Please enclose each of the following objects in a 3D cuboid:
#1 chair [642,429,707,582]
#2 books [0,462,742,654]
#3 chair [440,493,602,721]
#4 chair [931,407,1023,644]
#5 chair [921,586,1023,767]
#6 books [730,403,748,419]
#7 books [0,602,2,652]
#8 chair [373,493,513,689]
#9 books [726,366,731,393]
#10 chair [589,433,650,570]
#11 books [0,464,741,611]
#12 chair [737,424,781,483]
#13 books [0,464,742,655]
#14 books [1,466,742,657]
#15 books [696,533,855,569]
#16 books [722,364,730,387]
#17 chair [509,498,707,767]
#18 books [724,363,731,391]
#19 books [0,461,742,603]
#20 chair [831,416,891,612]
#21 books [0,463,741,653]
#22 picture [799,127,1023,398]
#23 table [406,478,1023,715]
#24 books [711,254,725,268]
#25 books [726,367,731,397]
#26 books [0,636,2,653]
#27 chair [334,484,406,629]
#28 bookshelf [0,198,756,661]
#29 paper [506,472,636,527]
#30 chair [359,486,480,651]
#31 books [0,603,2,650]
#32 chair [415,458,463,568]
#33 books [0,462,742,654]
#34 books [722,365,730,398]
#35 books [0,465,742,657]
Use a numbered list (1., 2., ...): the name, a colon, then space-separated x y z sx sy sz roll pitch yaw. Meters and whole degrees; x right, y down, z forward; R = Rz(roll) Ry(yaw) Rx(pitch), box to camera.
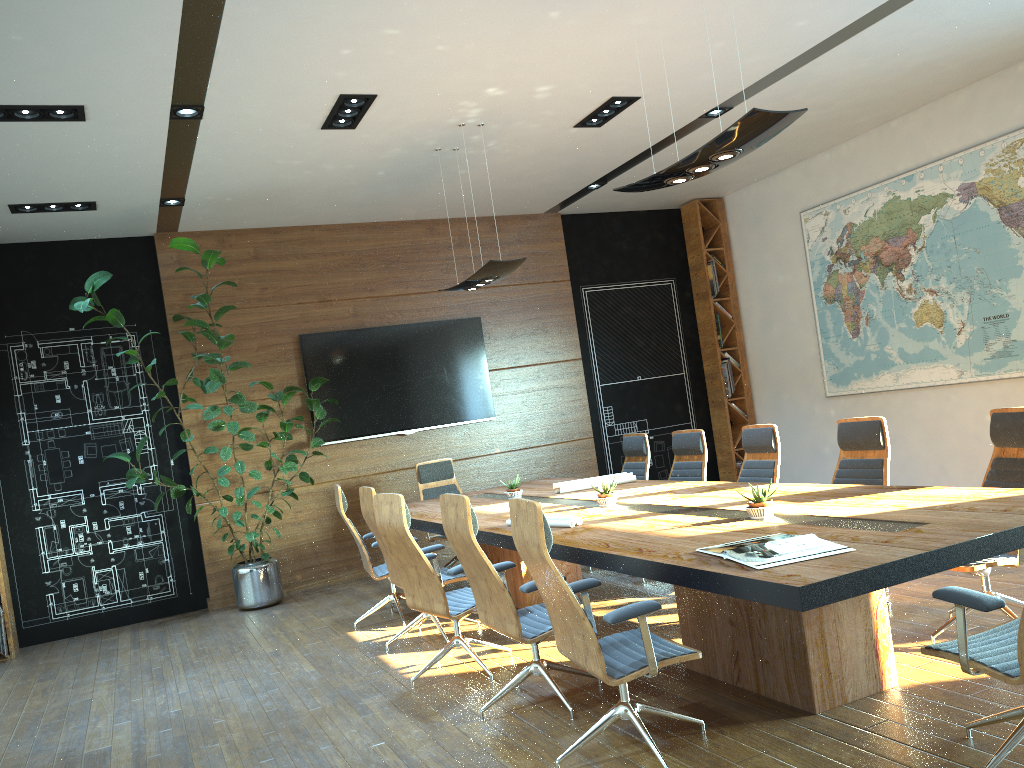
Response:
1. chair: 1.250 0.971 7.151 0.694 1.128 0.708 -9 0 -28
2. books: -0.855 1.642 9.321 7.928 0.396 0.398 -8 -1 -24
3. chair: 0.077 1.062 4.492 0.694 1.128 0.708 -9 0 -23
4. chair: 2.378 0.721 4.525 0.695 1.128 0.707 -8 0 -9
5. chair: 1.777 0.765 3.052 0.704 1.128 0.697 -8 0 -21
6. books: -0.972 0.839 9.304 8.403 0.220 0.233 -8 -1 -24
7. books: -0.858 1.633 9.326 7.961 0.381 0.390 -8 -1 -24
8. chair: -0.368 1.151 5.240 0.694 1.128 0.708 -9 0 -32
9. books: -1.036 0.451 9.312 7.879 0.397 0.398 -8 -1 -24
10. chair: 0.913 1.045 7.940 0.694 1.128 0.708 -9 0 -24
11. books: -0.855 1.658 9.327 7.902 0.383 0.401 -8 -1 -24
12. chair: 1.603 0.895 6.391 0.694 1.128 0.708 -8 0 -21
13. books: -0.840 1.656 9.294 7.892 0.397 0.399 -8 -1 -24
14. books: -0.840 1.673 9.298 7.877 0.383 0.401 -8 -1 -24
15. books: 1.002 0.631 3.443 0.388 0.033 0.545 -8 -2 -12
16. books: -1.035 0.451 9.311 7.871 0.399 0.398 -8 -1 -24
17. chair: 0.425 0.986 3.697 0.695 1.128 0.707 -8 0 -17
18. books: -1.037 0.445 9.312 7.887 0.399 0.398 -8 -1 -24
19. books: -0.859 1.628 9.326 7.969 0.385 0.384 -8 -1 -24
20. chair: 2.002 0.807 5.492 0.694 1.128 0.708 -9 0 -24
21. books: -0.854 1.651 9.323 7.911 0.396 0.398 -8 -1 -24
22. picture: 3.971 -1.012 8.296 0.030 2.064 3.242 -9 -1 -24
23. table: 0.681 1.173 5.716 1.780 0.797 5.556 -8 -2 -24
24. books: -1.054 0.226 9.275 8.396 2.649 0.161 -8 1 -24
25. books: -1.031 0.458 9.305 7.859 0.397 0.398 -8 -1 -24
26. books: -0.859 1.640 9.331 7.944 0.385 0.388 -8 -1 -24
27. chair: -0.971 1.293 6.922 0.695 1.128 0.707 -8 0 -16
28. bookshelf: -1.101 0.085 9.331 8.606 3.692 0.320 -8 1 -24
29. paper: 0.387 0.783 6.053 0.629 0.083 2.238 -9 -2 17
30. chair: -0.621 1.217 6.132 0.694 1.128 0.708 -9 0 -23
31. books: -0.860 1.635 9.330 7.952 0.385 0.386 -8 -1 -24
32. chair: -0.543 1.278 8.453 0.704 1.128 0.698 -9 0 -28
33. books: -0.854 1.644 9.320 7.920 0.399 0.398 -8 -1 -24
34. books: -1.034 0.462 9.312 7.851 0.399 0.398 -8 -1 -24
35. books: -0.842 1.665 9.300 7.883 0.390 0.399 -8 -1 -24
